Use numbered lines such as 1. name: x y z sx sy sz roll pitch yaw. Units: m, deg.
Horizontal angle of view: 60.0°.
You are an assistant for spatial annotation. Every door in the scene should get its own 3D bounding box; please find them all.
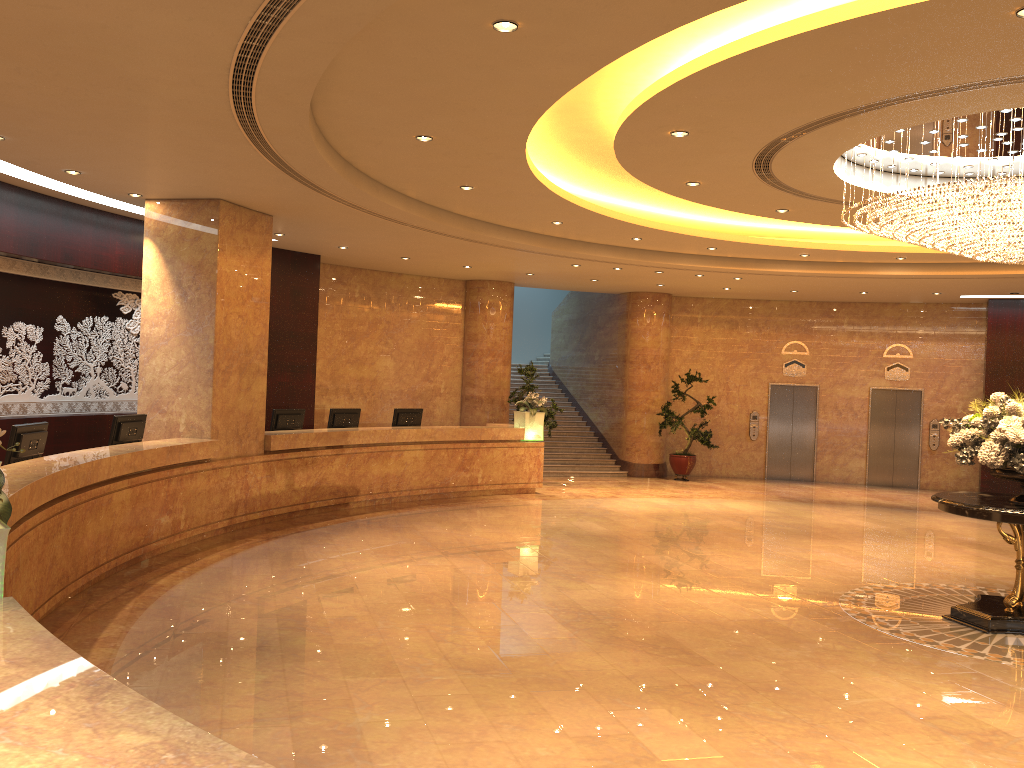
1. door: 6.195 1.066 19.653 1.070 2.145 0.150 2 0 9
2. door: 8.260 1.156 19.161 1.070 2.149 0.150 2 0 19

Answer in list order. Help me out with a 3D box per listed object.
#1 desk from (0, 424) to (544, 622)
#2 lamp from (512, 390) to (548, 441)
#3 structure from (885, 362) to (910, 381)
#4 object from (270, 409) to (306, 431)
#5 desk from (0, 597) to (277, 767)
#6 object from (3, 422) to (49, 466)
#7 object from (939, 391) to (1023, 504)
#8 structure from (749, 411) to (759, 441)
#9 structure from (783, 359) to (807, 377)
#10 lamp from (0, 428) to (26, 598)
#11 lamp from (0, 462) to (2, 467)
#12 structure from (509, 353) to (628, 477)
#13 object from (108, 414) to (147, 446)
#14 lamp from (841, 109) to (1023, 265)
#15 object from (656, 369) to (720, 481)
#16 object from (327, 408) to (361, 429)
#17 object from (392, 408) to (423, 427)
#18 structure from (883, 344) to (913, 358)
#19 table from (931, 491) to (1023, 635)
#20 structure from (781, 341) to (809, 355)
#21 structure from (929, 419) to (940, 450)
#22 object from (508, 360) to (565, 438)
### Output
1. desk: -2.814 1.255 10.794 3.466 1.155 12.951 2 0 18
2. lamp: 0.356 0.549 15.771 0.606 0.897 0.532 2 0 -38
3. structure: 8.304 -0.272 19.103 0.504 0.405 0.012 2 0 19
4. object: -3.213 0.604 12.676 0.531 0.500 0.430 2 0 -20
5. desk: -0.753 1.401 1.522 5.227 1.155 1.570 3 0 38
6. object: -4.269 0.594 7.788 0.430 0.500 0.531 3 0 34
7. object: 4.587 0.562 7.938 1.318 0.999 1.277 2 0 14
8. structure: 5.376 0.927 19.680 0.200 0.661 0.053 2 0 5
9. structure: 6.249 -0.359 19.602 0.504 0.405 0.012 2 0 8
10. lamp: -2.120 0.546 3.201 0.580 0.923 0.570 2 0 -20
11. lamp: -3.169 0.492 4.959 0.542 0.925 0.577 2 0 -15
12. structure: 0.360 -0.899 21.915 9.849 5.560 7.472 2 0 -17
13. object: -4.213 0.583 9.708 0.531 0.500 0.430 2 1 -45
14. lamp: 4.684 -1.683 8.003 3.204 1.196 3.206 2 0 20
15. object: 3.676 0.861 18.672 1.250 2.363 0.843 2 0 5
16. object: -2.588 0.623 13.648 0.531 0.500 0.430 2 0 -14
17. object: -1.733 0.651 14.651 0.531 0.500 0.430 2 0 -9
18. structure: 8.320 -0.718 19.099 0.600 0.293 0.010 2 0 19
19. table: 4.568 1.604 7.972 1.493 1.089 1.493 2 0 -23
20. structure: 6.267 -0.805 19.598 0.600 0.293 0.010 2 0 8
21. structure: 8.964 1.079 18.818 0.200 0.661 0.053 2 0 23
22. object: 0.345 0.735 17.217 0.843 2.363 1.250 2 0 -36
